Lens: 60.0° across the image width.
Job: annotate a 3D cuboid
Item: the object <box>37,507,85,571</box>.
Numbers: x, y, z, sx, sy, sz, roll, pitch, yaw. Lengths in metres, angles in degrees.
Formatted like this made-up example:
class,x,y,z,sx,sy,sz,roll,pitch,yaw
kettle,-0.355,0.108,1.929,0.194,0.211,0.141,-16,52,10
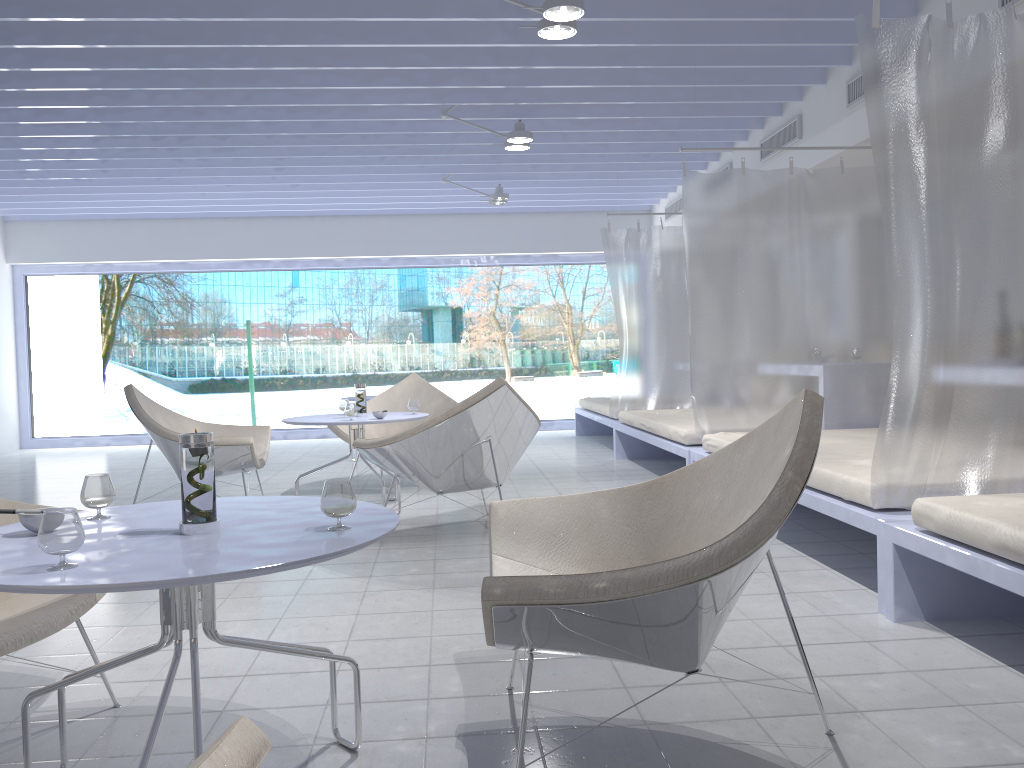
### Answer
class,x,y,z,sx,sy,sz,roll,pitch,yaw
object,-0.712,0.244,1.401,0.068,0.091,0.068,-2,2,-15

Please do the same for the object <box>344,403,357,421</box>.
class,x,y,z,sx,sy,sz,roll,pitch,yaw
object,-0.860,0.149,4.733,0.068,0.091,0.068,-1,2,24

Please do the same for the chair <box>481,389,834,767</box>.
class,x,y,z,sx,sy,sz,roll,pitch,yaw
chair,0.321,0.398,1.933,0.753,0.759,0.906,-2,2,-1

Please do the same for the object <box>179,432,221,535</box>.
class,x,y,z,sx,sy,sz,roll,pitch,yaw
object,-0.592,0.186,1.673,0.075,0.185,0.075,-3,2,-41

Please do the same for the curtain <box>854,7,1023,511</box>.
class,x,y,z,sx,sy,sz,roll,pitch,yaw
curtain,2.082,-0.406,2.813,2.050,1.552,0.151,-2,2,-4

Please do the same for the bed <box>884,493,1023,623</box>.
class,x,y,z,sx,sy,sz,roll,pitch,yaw
bed,2.242,0.515,1.740,2.016,0.427,2.200,-2,2,-4

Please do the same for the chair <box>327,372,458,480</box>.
class,x,y,z,sx,sy,sz,roll,pitch,yaw
chair,-0.724,0.305,6.040,0.906,0.759,0.753,-1,2,6

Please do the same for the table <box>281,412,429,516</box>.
class,x,y,z,sx,sy,sz,roll,pitch,yaw
table,-0.876,0.453,5.043,0.825,0.534,0.823,-2,2,-13

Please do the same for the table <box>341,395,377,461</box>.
class,x,y,z,sx,sy,sz,roll,pitch,yaw
table,-1.066,0.377,7.760,0.825,0.534,0.823,0,2,43

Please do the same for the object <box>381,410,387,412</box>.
class,x,y,z,sx,sy,sz,roll,pitch,yaw
object,-0.698,0.147,4.759,0.012,0.016,0.098,-3,2,-38

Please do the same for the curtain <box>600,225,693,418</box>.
class,x,y,z,sx,sy,sz,roll,pitch,yaw
curtain,1.745,-0.528,7.216,2.050,1.552,0.151,-2,2,-4

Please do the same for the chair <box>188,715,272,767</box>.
class,x,y,z,sx,sy,sz,roll,pitch,yaw
chair,-0.746,0.467,0.668,0.906,0.759,0.753,-1,2,10

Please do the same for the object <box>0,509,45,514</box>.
class,x,y,z,sx,sy,sz,roll,pitch,yaw
object,-0.932,0.246,1.703,0.098,0.016,0.012,-2,2,-5

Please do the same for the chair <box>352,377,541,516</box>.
class,x,y,z,sx,sy,sz,roll,pitch,yaw
chair,-0.226,0.342,4.321,0.906,0.759,0.753,-3,2,-34

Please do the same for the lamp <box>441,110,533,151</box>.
class,x,y,z,sx,sy,sz,roll,pitch,yaw
lamp,-0.167,-1.671,5.782,0.587,0.218,0.380,-2,2,-4

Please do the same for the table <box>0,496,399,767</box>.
class,x,y,z,sx,sy,sz,roll,pitch,yaw
table,-0.623,0.546,1.703,0.825,0.534,0.823,-3,2,-27

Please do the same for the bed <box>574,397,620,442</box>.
class,x,y,z,sx,sy,sz,roll,pitch,yaw
bed,1.752,0.334,8.345,2.022,0.422,2.200,-2,2,-4

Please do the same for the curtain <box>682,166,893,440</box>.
class,x,y,z,sx,sy,sz,roll,pitch,yaw
curtain,1.955,-0.447,5.009,1.998,1.559,0.125,-2,2,-6

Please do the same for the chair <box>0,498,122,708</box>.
class,x,y,z,sx,sy,sz,roll,pitch,yaw
chair,-1.399,0.447,1.968,0.753,0.759,0.906,-1,2,13

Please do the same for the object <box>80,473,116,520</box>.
class,x,y,z,sx,sy,sz,roll,pitch,yaw
object,-0.864,0.235,1.852,0.068,0.091,0.068,-2,2,-15

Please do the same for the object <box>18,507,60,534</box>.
class,x,y,z,sx,sy,sz,roll,pitch,yaw
object,-0.899,0.265,1.701,0.082,0.043,0.082,-2,2,-3

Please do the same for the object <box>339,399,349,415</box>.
class,x,y,z,sx,sy,sz,roll,pitch,yaw
object,-0.998,0.136,5.287,0.068,0.091,0.068,-1,2,18

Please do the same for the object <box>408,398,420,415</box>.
class,x,y,z,sx,sy,sz,roll,pitch,yaw
object,-0.566,0.129,5.108,0.068,0.091,0.068,-2,2,-12

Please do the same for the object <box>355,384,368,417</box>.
class,x,y,z,sx,sy,sz,roll,pitch,yaw
object,-0.863,0.090,5.058,0.075,0.189,0.075,-2,2,-13

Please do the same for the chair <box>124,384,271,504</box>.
class,x,y,z,sx,sy,sz,roll,pitch,yaw
chair,-1.794,0.367,5.016,0.753,0.759,0.906,-2,2,-9

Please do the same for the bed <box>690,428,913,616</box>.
class,x,y,z,sx,sy,sz,roll,pitch,yaw
bed,2.089,0.456,3.944,2.022,0.422,2.200,-2,2,-4

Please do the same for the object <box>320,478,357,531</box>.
class,x,y,z,sx,sy,sz,roll,pitch,yaw
object,-0.325,0.225,1.663,0.068,0.091,0.068,-2,2,-15

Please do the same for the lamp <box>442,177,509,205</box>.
class,x,y,z,sx,sy,sz,roll,pitch,yaw
lamp,-0.328,-1.729,7.885,0.587,0.218,0.380,-2,2,-4

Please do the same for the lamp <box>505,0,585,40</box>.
class,x,y,z,sx,sy,sz,roll,pitch,yaw
lamp,-0.008,-1.613,3.699,0.587,0.218,0.380,-2,2,-4

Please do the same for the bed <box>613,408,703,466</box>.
class,x,y,z,sx,sy,sz,roll,pitch,yaw
bed,1.905,0.393,6.141,2.016,0.427,2.200,-2,2,-4

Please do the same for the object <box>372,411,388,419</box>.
class,x,y,z,sx,sy,sz,roll,pitch,yaw
object,-0.713,0.167,4.787,0.082,0.043,0.082,-3,2,-36
